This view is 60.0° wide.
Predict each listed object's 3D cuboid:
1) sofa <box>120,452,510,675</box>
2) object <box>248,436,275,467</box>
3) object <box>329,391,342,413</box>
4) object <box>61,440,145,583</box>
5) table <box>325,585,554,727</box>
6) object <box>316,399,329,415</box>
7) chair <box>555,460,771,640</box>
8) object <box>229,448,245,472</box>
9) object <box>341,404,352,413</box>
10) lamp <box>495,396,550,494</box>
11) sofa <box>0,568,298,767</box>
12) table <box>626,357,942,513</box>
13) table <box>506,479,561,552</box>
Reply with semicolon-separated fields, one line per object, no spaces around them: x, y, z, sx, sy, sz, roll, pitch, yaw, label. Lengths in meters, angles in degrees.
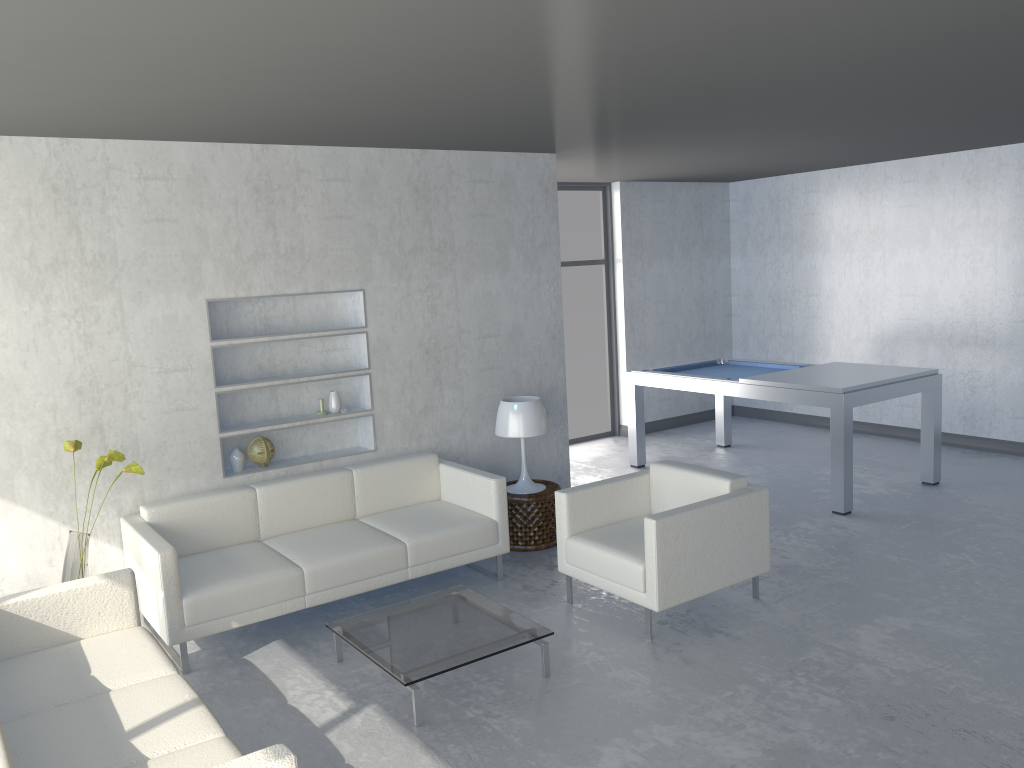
-1.009;0.864;4.810;1.881;0.658;0.821;-8;9;-34;sofa
-1.429;0.390;5.115;0.163;0.179;0.088;-11;11;-44;object
-1.071;0.109;5.363;0.079;0.130;0.079;-9;10;-36;object
-1.927;0.798;4.219;0.400;1.051;0.387;-4;8;-7;object
-0.330;1.180;3.962;0.730;0.190;0.773;-8;9;-34;table
-1.142;0.137;5.323;0.074;0.094;0.074;0;8;19;object
0.765;0.801;4.567;0.821;0.662;0.748;-8;9;-34;chair
-1.565;0.432;5.056;0.086;0.128;0.086;-6;8;-23;object
-0.999;0.148;5.348;0.064;0.050;0.064;-7;9;-29;object
0.071;0.383;5.638;0.347;0.582;0.347;0;8;24;lamp
-1.383;1.157;2.809;0.821;0.658;1.881;-8;9;-34;sofa
2.063;0.290;7.014;1.180;0.835;2.095;-8;9;-34;table
0.097;0.839;5.701;0.452;0.358;0.452;1;9;30;table
